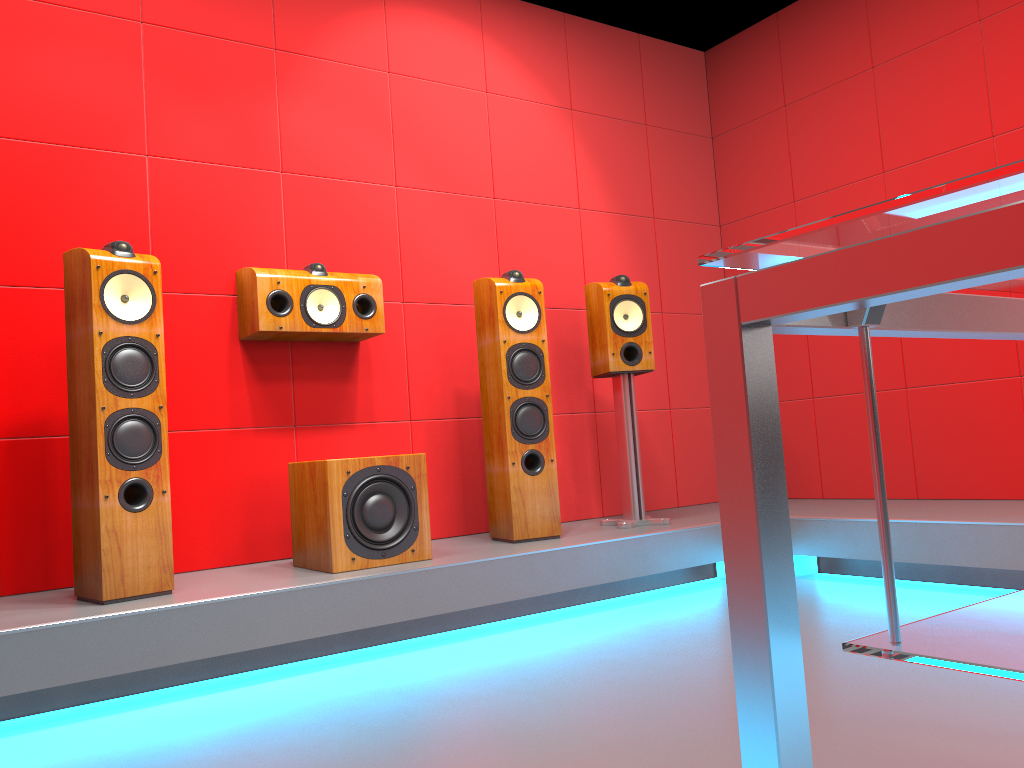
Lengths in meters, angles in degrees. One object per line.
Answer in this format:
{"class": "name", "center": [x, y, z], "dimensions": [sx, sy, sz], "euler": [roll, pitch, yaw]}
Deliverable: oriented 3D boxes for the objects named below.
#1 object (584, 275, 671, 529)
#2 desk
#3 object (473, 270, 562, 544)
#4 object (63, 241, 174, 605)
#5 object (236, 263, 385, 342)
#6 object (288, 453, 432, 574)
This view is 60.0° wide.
{"class": "object", "center": [0.482, 0.068, 3.791], "dimensions": [0.231, 1.058, 0.265], "euler": [-3, -4, -15]}
{"class": "desk", "center": [0.892, 0.237, 0.636], "dimensions": [1.617, 0.690, 0.594], "euler": [-1, -5, -35]}
{"class": "object", "center": [0.018, 0.082, 3.498], "dimensions": [0.203, 1.052, 0.238], "euler": [-2, -5, -25]}
{"class": "object", "center": [-1.176, 0.103, 2.647], "dimensions": [0.203, 1.052, 0.238], "euler": [0, -6, -45]}
{"class": "object", "center": [-0.763, -0.314, 3.375], "dimensions": [0.493, 0.271, 0.235], "euler": [-1, -5, -35]}
{"class": "object", "center": [-0.525, 0.435, 3.050], "dimensions": [0.360, 0.360, 0.360], "euler": [-1, -5, -35]}
